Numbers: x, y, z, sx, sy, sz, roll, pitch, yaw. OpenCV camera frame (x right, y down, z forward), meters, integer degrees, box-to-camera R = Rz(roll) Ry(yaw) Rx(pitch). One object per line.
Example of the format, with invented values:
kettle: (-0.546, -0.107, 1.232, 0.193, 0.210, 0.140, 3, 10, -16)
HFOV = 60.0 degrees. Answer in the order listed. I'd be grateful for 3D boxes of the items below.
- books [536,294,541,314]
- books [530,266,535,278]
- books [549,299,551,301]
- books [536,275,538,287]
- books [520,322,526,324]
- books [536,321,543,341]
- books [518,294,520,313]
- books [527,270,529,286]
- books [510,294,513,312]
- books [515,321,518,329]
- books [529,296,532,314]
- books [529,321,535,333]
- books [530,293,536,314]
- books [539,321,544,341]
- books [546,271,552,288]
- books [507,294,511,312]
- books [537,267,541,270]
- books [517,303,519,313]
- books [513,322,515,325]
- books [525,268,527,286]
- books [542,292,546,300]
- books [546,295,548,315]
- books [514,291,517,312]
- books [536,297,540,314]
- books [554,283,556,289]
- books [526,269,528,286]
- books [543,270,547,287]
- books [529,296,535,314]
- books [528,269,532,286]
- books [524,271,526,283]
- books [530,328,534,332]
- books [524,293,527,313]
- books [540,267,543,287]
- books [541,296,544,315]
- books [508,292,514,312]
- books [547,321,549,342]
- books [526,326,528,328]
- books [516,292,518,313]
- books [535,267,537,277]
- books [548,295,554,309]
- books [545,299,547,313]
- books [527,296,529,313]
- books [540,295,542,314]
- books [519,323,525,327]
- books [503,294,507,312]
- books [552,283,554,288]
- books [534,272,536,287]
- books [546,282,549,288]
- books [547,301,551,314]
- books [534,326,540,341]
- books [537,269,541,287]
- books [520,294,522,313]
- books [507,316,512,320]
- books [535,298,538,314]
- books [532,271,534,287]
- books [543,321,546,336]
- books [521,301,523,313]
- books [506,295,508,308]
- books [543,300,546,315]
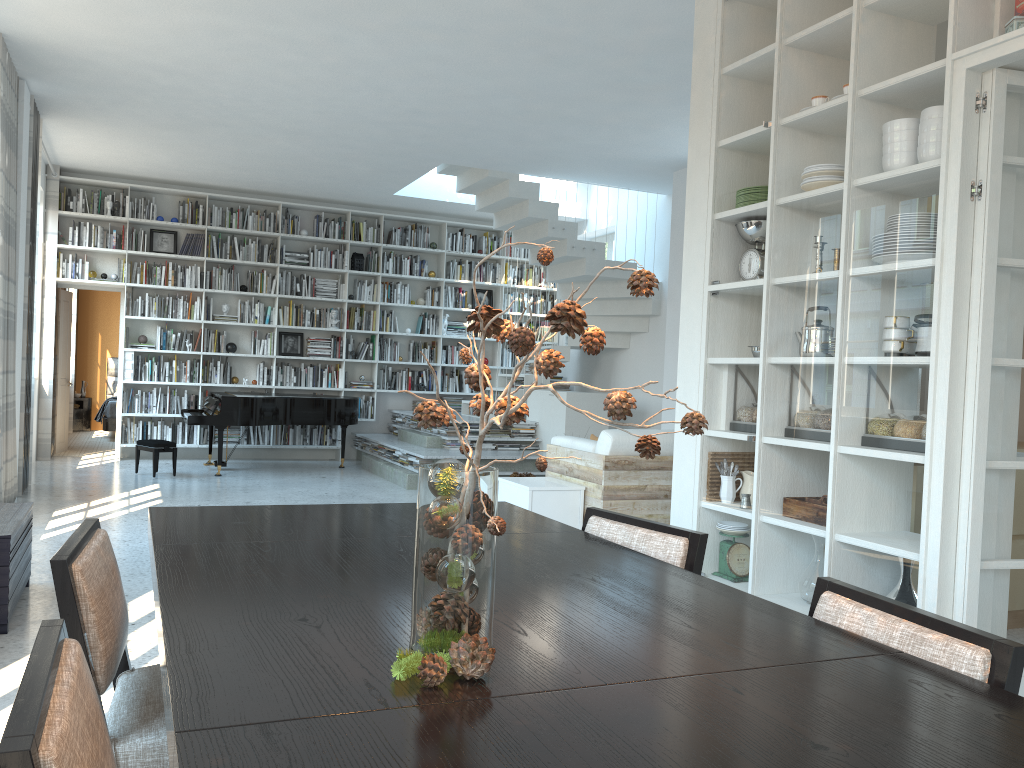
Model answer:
books: (0.355, -1.090, 12.246, 0.012, 0.283, 0.151, 2, 1, -23)
books: (0.271, -1.467, 12.197, 0.010, 0.295, 0.165, 2, 1, -23)
books: (0.494, -1.058, 12.336, 0.024, 0.230, 0.131, 2, 1, -23)
books: (0.319, -1.409, 12.233, 0.034, 0.183, 0.156, 2, 1, -23)
books: (0.143, -0.718, 12.176, 0.029, 0.259, 0.171, 2, 1, -23)
books: (0.353, -0.725, 12.256, 0.072, 0.291, 0.169, 2, 1, -23)
books: (0.072, -1.091, 12.122, 0.013, 0.260, 0.158, 2, 1, -23)
books: (0.189, -1.433, 12.078, 0.013, 0.222, 0.174, 2, 1, -23)
books: (-0.040, -1.093, 12.073, 0.026, 0.256, 0.173, 2, 1, -23)
books: (0.042, -0.724, 12.115, 0.056, 0.261, 0.176, 2, 1, -23)
books: (0.230, -1.076, 12.185, 0.045, 0.245, 0.177, 2, 1, -23)
books: (0.259, -0.723, 12.227, 0.026, 0.278, 0.169, 2, 1, -23)
books: (0.283, -1.098, 12.235, 0.024, 0.292, 0.132, 2, 1, -23)
books: (0.388, -0.726, 12.271, 0.033, 0.294, 0.169, 2, 1, -23)
books: (0.510, -1.439, 12.308, 0.029, 0.258, 0.163, 2, 1, -23)
books: (-0.069, -1.090, 12.048, 0.023, 0.247, 0.182, 2, 1, -23)
books: (0.362, -1.463, 12.252, 0.011, 0.294, 0.151, 2, 1, -23)
books: (0.047, -1.051, 12.127, 0.027, 0.179, 0.157, 2, 1, -23)
books: (-0.016, -0.718, 12.091, 0.026, 0.246, 0.180, 2, 1, -23)
books: (0.159, -1.445, 12.075, 0.022, 0.242, 0.144, 2, 1, -23)
books: (0.445, -1.110, 12.302, 0.013, 0.330, 0.140, 2, 1, -23)
books: (0.459, -1.086, 12.300, 0.013, 0.283, 0.149, 2, 1, -23)
books: (0.017, -1.111, 12.109, 0.022, 0.297, 0.162, 2, 1, -23)
books: (0.334, -1.076, 12.247, 0.025, 0.252, 0.160, 2, 1, -23)
books: (0.571, -1.415, 12.315, 0.011, 0.216, 0.170, 2, 1, -23)
books: (0.174, -1.442, 12.082, 0.012, 0.238, 0.165, 2, 1, -23)
books: (0.426, -1.440, 12.264, 0.070, 0.254, 0.154, 2, 1, -23)
books: (0.259, -1.082, 12.204, 0.023, 0.258, 0.184, 2, 1, -23)
books: (0.206, -1.442, 12.109, 0.042, 0.242, 0.247, 2, 1, -23)
books: (0.144, -1.427, 12.063, 0.014, 0.206, 0.184, 2, 1, -23)
books: (0.244, -0.675, 12.192, 0.024, 0.181, 0.191, 2, 1, -23)
books: (0.157, -1.099, 12.160, 0.030, 0.284, 0.166, 2, 1, -23)
books: (0.382, -1.458, 12.249, 0.023, 0.287, 0.163, 2, 1, -23)
books: (0.388, -1.081, 12.254, 0.028, 0.268, 0.173, 2, 1, -23)
books: (-0.015, -1.107, 12.067, 0.014, 0.285, 0.185, 2, 1, -23)
books: (0.462, -0.723, 12.298, 0.018, 0.293, 0.169, 2, 1, -23)
books: (0.180, -0.714, 12.200, 0.012, 0.254, 0.161, 2, 1, -23)
books: (0.037, -1.108, 12.106, 0.012, 0.293, 0.165, 2, 1, -23)
books: (0.294, -1.459, 12.221, 0.024, 0.281, 0.153, 2, 1, -23)
books: (0.533, -1.088, 12.319, 0.042, 0.292, 0.186, 2, 1, -23)
books: (0.431, -1.056, 12.282, 0.025, 0.220, 0.177, 2, 1, -23)
books: (0.196, -1.082, 12.193, 0.012, 0.254, 0.161, 2, 1, -23)
books: (0.368, -1.087, 12.248, 0.013, 0.277, 0.188, 2, 1, -23)
books: (0.124, -0.713, 12.157, 0.022, 0.247, 0.181, 2, 1, -23)
books: (-0.115, -1.095, 12.045, 0.012, 0.254, 0.161, 2, 1, -23)
books: (0.541, -1.432, 12.321, 0.040, 0.246, 0.160, 2, 1, -23)
books: (0.285, -1.425, 12.191, 0.013, 0.213, 0.186, 2, 1, -23)
books: (0.468, -1.418, 12.280, 0.023, 0.213, 0.180, 2, 1, -23)
books: (0.483, -1.041, 12.294, 0.029, 0.195, 0.192, 2, 1, -23)
books: (0.315, -0.687, 12.240, 0.088, 0.217, 0.167, 2, 1, -23)
books: (0.354, -1.446, 12.225, 0.022, 0.261, 0.160, 2, 1, -23)
books: (0.086, -1.095, 12.137, 0.025, 0.271, 0.152, 2, 1, -23)
books: (-0.040, -0.757, 12.101, 0.012, 0.322, 0.141, 2, 1, -23)
books: (0.305, -1.070, 12.246, 0.028, 0.237, 0.145, 2, 1, -23)
books: (0.257, -1.430, 12.184, 0.023, 0.220, 0.171, 2, 1, -23)
books: (0.416, -0.725, 12.268, 0.018, 0.293, 0.169, 2, 1, -23)
books: (0.112, -1.088, 12.138, 0.024, 0.259, 0.156, 2, 1, -23)
books: (-0.102, -1.093, 12.064, 0.026, 0.250, 0.160, 2, 1, -23)
books: (0.412, -1.052, 12.263, 0.025, 0.211, 0.188, 2, 1, -23)
